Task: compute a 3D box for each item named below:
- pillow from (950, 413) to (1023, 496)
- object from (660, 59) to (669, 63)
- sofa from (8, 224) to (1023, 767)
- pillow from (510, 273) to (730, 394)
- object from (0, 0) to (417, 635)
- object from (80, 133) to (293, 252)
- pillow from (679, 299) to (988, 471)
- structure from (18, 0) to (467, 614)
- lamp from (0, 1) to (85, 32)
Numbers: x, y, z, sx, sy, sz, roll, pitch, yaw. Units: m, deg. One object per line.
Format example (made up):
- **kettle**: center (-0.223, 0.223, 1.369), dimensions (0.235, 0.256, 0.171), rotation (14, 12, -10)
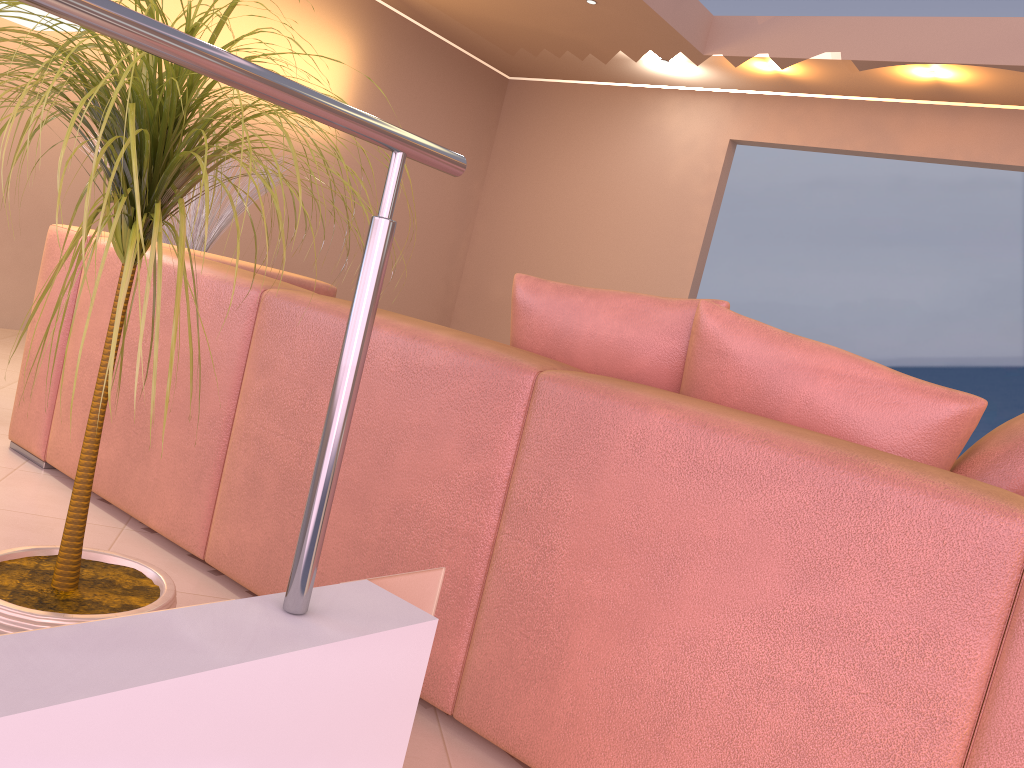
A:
- **pillow**: center (0.827, 0.216, 1.504), dimensions (0.314, 0.455, 0.519), rotation (17, 6, 32)
- **object**: center (0.977, -2.068, 5.685), dimensions (0.058, 0.004, 0.058), rotation (15, 5, 8)
- **sofa**: center (-0.064, 0.218, 2.108), dimensions (2.781, 0.672, 0.943), rotation (18, 6, 36)
- **pillow**: center (0.186, 0.030, 1.755), dimensions (0.470, 0.468, 0.211), rotation (17, 6, 31)
- **object**: center (-0.534, -0.026, 1.176), dimensions (0.703, 1.088, 0.729), rotation (14, 5, 4)
- **object**: center (-1.215, -0.617, 3.218), dimensions (0.700, 0.634, 0.703), rotation (13, 5, -8)
- **pillow**: center (0.488, 0.124, 1.524), dimensions (0.492, 0.446, 0.255), rotation (16, 5, 19)
- **structure**: center (-2.179, -0.556, 1.547), dimensions (4.176, 0.541, 1.663), rotation (18, 6, 36)
- **lamp**: center (-1.623, -0.690, 2.632), dimensions (0.454, 1.578, 0.454), rotation (18, 6, 36)
